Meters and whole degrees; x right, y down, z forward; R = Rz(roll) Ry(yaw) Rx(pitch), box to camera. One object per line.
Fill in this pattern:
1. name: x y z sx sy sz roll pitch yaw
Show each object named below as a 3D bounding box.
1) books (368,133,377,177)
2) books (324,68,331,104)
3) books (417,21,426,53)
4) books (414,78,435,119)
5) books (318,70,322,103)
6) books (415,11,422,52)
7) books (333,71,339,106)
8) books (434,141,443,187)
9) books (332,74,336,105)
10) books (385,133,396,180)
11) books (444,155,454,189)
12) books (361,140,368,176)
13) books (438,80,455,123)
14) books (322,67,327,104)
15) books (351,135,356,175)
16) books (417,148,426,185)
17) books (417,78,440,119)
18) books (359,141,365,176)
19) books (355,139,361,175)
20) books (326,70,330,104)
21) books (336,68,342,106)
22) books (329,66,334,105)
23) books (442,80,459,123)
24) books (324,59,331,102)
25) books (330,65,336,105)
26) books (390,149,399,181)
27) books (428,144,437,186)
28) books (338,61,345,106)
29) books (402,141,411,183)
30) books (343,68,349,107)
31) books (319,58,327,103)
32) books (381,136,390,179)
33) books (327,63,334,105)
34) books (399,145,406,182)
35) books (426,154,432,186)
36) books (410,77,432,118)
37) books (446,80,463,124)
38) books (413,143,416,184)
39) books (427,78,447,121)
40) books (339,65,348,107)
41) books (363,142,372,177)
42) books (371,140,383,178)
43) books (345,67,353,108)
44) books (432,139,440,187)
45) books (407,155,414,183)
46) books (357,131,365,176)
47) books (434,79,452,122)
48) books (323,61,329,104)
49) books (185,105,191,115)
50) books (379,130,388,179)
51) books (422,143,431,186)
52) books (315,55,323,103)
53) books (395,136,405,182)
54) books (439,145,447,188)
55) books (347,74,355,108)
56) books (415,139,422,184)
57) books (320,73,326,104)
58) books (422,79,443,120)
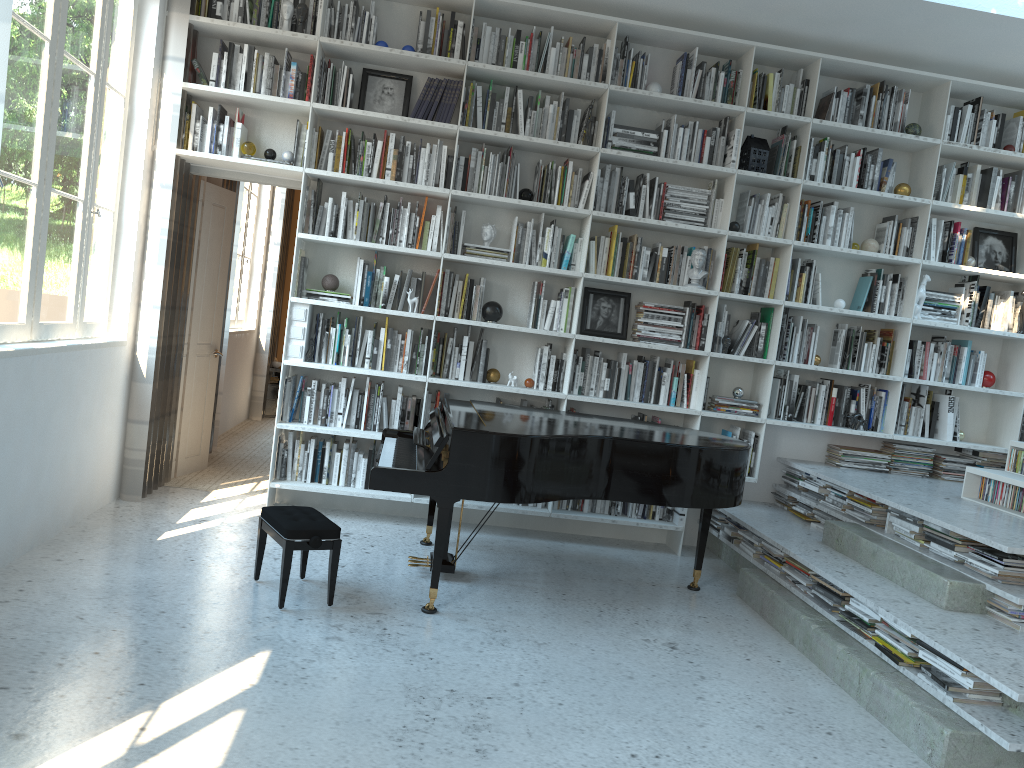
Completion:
1. books: -0.830 -1.337 5.280 0.014 0.273 0.180 7 4 -7
2. books: -1.078 -1.714 5.210 0.009 0.229 0.184 7 4 -7
3. books: -0.538 -2.012 5.253 0.028 0.218 0.153 7 4 -7
4. books: -0.529 -1.671 5.299 0.110 0.280 0.174 7 4 -7
5. books: -1.127 -1.724 5.237 0.006 0.233 0.135 7 4 -7
6. books: -0.556 -2.045 5.261 0.013 0.278 0.150 7 4 -7
7. books: -1.027 -1.703 5.213 0.018 0.219 0.186 7 4 -7
8. books: -0.443 -1.298 5.322 0.022 0.289 0.169 7 4 -7
9. books: -1.046 -1.705 5.246 0.012 0.215 0.132 7 4 -7
10. books: -0.723 -1.330 5.276 0.030 0.286 0.185 7 4 -7
11. books: -0.381 -1.244 5.305 0.039 0.202 0.235 7 4 -7
12. books: -0.876 -1.321 5.279 0.011 0.229 0.170 7 4 -7
13. books: -0.399 -1.661 5.318 0.078 0.286 0.174 7 4 -7
14. books: -1.097 -1.722 5.221 0.005 0.238 0.154 7 4 -7
15. books: -0.942 -1.340 5.275 0.047 0.250 0.134 7 4 -7
16. books: -0.543 -1.280 5.308 0.030 0.231 0.172 7 4 -7
17. books: -0.504 -1.667 5.284 0.110 0.280 0.174 7 4 -7
18. books: -0.888 -1.317 5.271 0.014 0.218 0.164 7 4 -7
19. books: -0.914 -1.327 5.283 0.012 0.231 0.149 7 4 -7
20. books: -1.072 -1.706 5.201 0.004 0.214 0.186 7 4 -7
21. books: -1.015 -1.715 5.224 0.019 0.244 0.153 7 4 -7
22. books: -1.056 -1.723 5.224 0.010 0.249 0.166 7 4 -7
23. books: -0.376 -1.658 5.316 0.078 0.286 0.174 7 4 -7
24. books: -1.083 -1.746 5.222 0.006 0.289 0.144 7 4 -7
25. books: -1.047 -1.719 5.204 0.004 0.246 0.188 7 4 -7
26. books: -0.699 -1.281 5.279 0.029 0.195 0.191 7 4 -7
27. books: -0.481 -1.292 5.335 0.024 0.266 0.155 7 4 -7
28. books: -1.001 -1.731 5.222 0.005 0.281 0.190 7 4 -7
29. books: -0.632 -1.308 5.315 0.029 0.261 0.157 7 4 -7
30. books: -0.973 -1.712 5.226 0.011 0.250 0.168 7 4 -7
31. books: -1.114 -1.748 5.213 0.006 0.287 0.148 7 4 -7
32. books: -0.751 -1.326 5.279 0.023 0.271 0.186 7 4 -7
33. books: -1.064 -1.729 5.214 0.009 0.260 0.183 7 4 -7
34. books: -0.653 -1.295 5.299 0.013 0.232 0.171 7 4 -7
35. books: -0.502 -1.264 5.326 0.013 0.206 0.172 7 4 -7
36. books: -0.550 -1.673 5.287 0.110 0.280 0.174 7 4 -7
37. books: -0.352 -1.654 5.305 0.078 0.286 0.174 7 4 -7
38. books: -0.587 -1.302 5.324 0.035 0.261 0.131 7 4 -7
39. books: -0.452 -1.663 5.287 0.097 0.283 0.174 7 4 -7
40. books: -0.988 -1.718 5.215 0.023 0.258 0.183 7 4 -7
41. books: -0.855 -1.312 5.275 0.031 0.217 0.172 7 4 -7
42. books: -0.803 -1.317 5.290 0.047 0.238 0.162 7 4 -7
43. books: -0.961 -1.713 5.226 0.012 0.255 0.166 7 4 -7
44. books: -0.458 -1.300 5.307 0.012 0.291 0.182 7 4 -7
45. books: -0.612 -1.267 5.319 0.022 0.186 0.136 7 4 -7
46. books: -0.899 -1.349 5.279 0.012 0.277 0.150 7 4 -7
47. books: -0.421 -1.663 5.311 0.078 0.286 0.174 7 4 -7
48. books: -1.089 -1.741 5.219 0.005 0.278 0.146 7 4 -7
49. books: -1.894 -1.468 5.137 0.011 0.273 0.188 7 4 -7
50. books: -0.769 -1.346 5.294 0.014 0.304 0.151 7 4 -7
51. books: -0.515 -1.293 5.309 0.022 0.263 0.174 7 4 -7
52. books: -1.126 -1.753 5.201 0.005 0.293 0.183 7 4 -7
53. books: -0.669 -1.325 5.306 0.025 0.286 0.161 7 4 -7
54. books: -0.416 -1.281 5.323 0.035 0.264 0.177 7 4 -7
55. books: -0.951 -1.691 5.221 0.012 0.214 0.185 7 4 -7
56. books: -0.561 -1.308 5.308 0.012 0.281 0.188 7 4 -7
57. books: -1.109 -1.707 5.221 0.015 0.207 0.172 7 4 -7
58. books: -0.484 -1.665 5.304 0.110 0.280 0.174 7 4 -7
